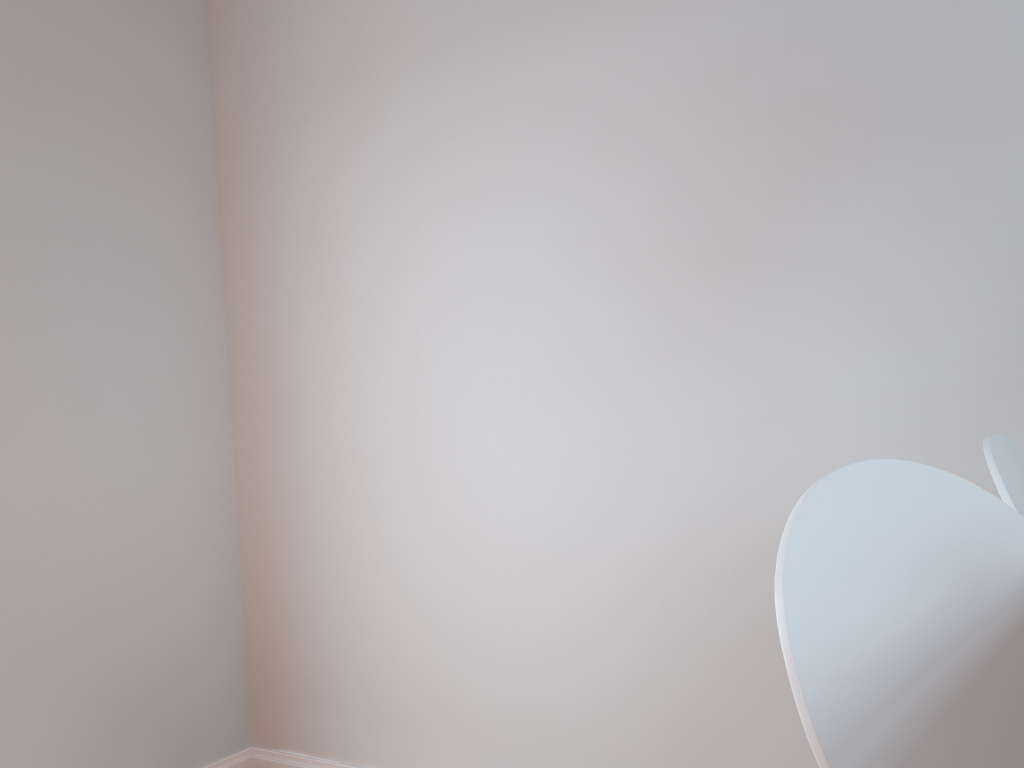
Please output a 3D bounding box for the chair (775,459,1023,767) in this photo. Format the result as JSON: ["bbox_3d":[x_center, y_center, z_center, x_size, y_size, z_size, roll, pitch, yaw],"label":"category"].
[{"bbox_3d":[0.553,0.477,0.572,0.498,0.871,0.653,-3,-5,-31],"label":"chair"}]

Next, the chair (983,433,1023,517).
[{"bbox_3d":[0.967,0.469,1.023,0.654,0.871,0.497,-8,-5,39],"label":"chair"}]
